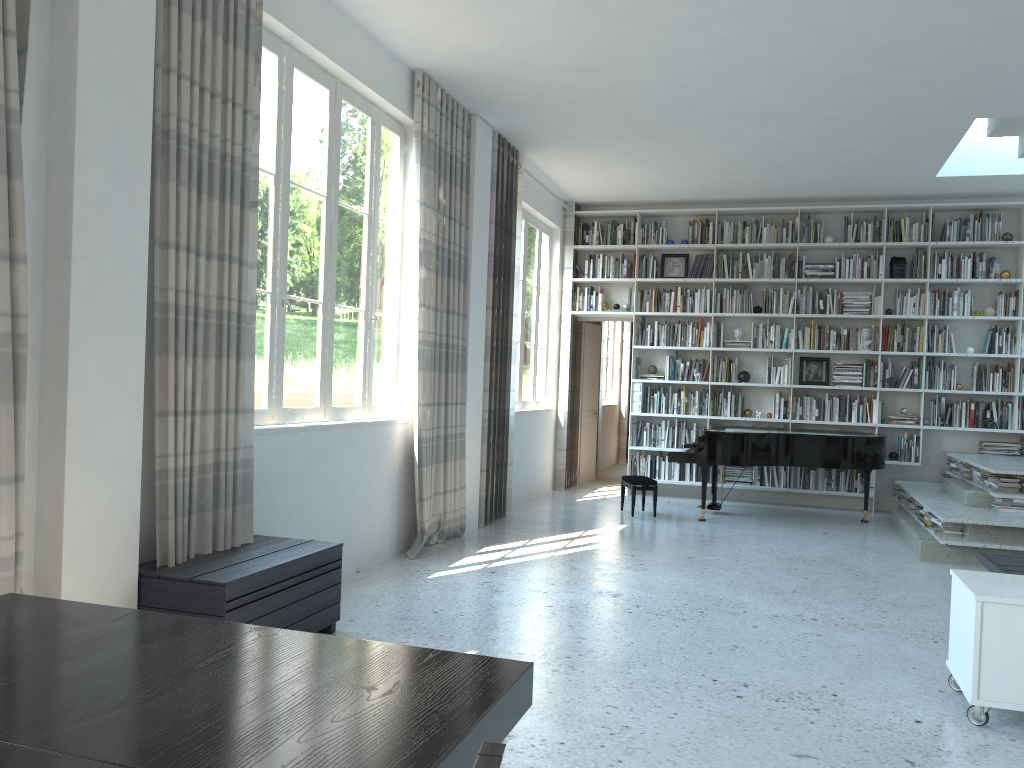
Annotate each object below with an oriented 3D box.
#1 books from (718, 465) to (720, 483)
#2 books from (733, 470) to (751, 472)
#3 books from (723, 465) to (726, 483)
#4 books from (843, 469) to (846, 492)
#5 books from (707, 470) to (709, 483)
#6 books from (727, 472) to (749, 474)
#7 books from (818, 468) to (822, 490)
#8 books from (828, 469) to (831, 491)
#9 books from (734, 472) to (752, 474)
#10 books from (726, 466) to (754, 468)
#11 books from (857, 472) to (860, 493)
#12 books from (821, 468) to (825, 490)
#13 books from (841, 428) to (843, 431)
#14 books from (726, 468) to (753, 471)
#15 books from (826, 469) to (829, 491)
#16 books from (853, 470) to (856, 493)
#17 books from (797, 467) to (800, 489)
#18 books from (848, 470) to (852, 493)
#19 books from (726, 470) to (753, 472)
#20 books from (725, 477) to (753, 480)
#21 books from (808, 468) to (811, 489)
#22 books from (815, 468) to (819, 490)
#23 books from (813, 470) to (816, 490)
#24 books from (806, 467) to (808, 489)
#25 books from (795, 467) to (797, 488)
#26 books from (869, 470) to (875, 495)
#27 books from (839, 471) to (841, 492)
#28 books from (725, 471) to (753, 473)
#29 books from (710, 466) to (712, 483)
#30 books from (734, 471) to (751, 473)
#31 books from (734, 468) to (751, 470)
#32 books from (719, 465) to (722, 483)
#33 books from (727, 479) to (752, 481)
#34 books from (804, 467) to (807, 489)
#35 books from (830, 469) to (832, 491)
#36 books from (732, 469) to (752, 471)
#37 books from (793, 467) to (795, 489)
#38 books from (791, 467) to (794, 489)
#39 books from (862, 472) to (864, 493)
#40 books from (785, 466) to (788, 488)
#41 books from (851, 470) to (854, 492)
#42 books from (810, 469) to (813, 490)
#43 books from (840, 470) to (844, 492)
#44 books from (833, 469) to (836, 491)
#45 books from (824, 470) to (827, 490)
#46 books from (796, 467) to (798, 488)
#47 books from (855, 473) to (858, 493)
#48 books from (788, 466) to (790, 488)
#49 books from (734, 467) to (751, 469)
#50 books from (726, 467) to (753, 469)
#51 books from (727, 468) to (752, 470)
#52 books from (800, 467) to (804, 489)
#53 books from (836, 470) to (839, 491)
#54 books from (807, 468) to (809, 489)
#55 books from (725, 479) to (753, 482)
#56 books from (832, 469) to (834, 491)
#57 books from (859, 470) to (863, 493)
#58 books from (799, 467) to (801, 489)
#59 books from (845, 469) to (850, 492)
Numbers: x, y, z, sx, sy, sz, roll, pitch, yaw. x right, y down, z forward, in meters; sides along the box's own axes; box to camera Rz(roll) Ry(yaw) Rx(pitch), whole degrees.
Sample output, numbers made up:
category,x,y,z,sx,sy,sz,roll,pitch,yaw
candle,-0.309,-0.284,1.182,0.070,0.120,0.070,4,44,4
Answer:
category,x,y,z,sx,sy,sz,roll,pitch,yaw
books,2.249,0.957,9.645,0.023,0.231,0.164,2,1,17
books,2.458,0.930,9.582,0.254,0.006,0.161,2,0,21
books,2.302,0.933,9.638,0.027,0.282,0.129,2,1,17
books,3.469,0.972,9.259,0.011,0.293,0.184,2,1,17
books,2.152,0.926,9.686,0.012,0.285,0.159,2,1,17
books,2.456,0.957,9.590,0.254,0.006,0.161,2,0,16
books,3.245,0.993,9.349,0.030,0.234,0.138,2,1,17
books,3.329,1.007,9.311,0.022,0.213,0.167,2,1,17
books,2.456,0.951,9.590,0.285,0.005,0.159,2,0,18
books,2.459,0.892,9.579,0.285,0.005,0.159,2,0,22
books,3.598,1.021,9.222,0.022,0.205,0.191,2,1,17
books,3.273,0.981,9.339,0.028,0.261,0.132,2,1,17
books,3.425,0.615,9.212,0.013,0.303,0.181,2,1,17
books,2.459,0.924,9.584,0.285,0.005,0.159,2,0,14
books,3.312,0.970,9.312,0.013,0.285,0.185,2,1,17
books,3.561,0.993,9.234,0.011,0.258,0.171,2,1,17
books,3.040,0.971,9.412,0.025,0.263,0.145,2,1,17
books,3.521,0.962,9.237,0.013,0.317,0.186,2,1,17
books,2.455,0.935,9.583,0.285,0.005,0.159,2,0,13
books,2.456,1.022,9.588,0.285,0.007,0.159,2,0,19
books,3.146,0.979,9.382,0.012,0.255,0.150,2,1,17
books,3.218,0.962,9.354,0.026,0.294,0.155,2,1,17
books,3.193,1.010,9.374,0.030,0.197,0.143,2,1,17
books,3.122,0.986,9.385,0.012,0.239,0.128,2,1,17
books,3.013,0.932,9.417,0.014,0.340,0.139,2,1,17
books,3.699,0.993,9.129,0.038,0.269,0.277,2,0,17
books,3.427,1.014,9.266,0.010,0.206,0.180,2,1,17
books,2.457,0.946,9.590,0.285,0.005,0.159,2,0,16
books,2.178,0.971,9.677,0.025,0.198,0.160,2,1,17
books,2.457,0.941,9.592,0.254,0.006,0.161,2,0,17
books,2.461,0.908,9.590,0.254,0.006,0.161,2,0,17
books,2.276,0.960,9.646,0.027,0.227,0.139,2,1,17
books,2.455,1.029,9.584,0.254,0.007,0.161,2,0,13
books,3.106,0.982,9.393,0.022,0.247,0.144,2,1,17
books,3.346,0.946,9.297,0.014,0.336,0.183,2,1,17
books,2.458,0.919,9.580,0.254,0.006,0.161,2,0,12
books,2.995,0.951,9.406,0.014,0.301,0.184,2,1,17
books,2.975,0.972,9.412,0.026,0.256,0.183,2,1,17
books,3.643,0.997,9.211,0.012,0.256,0.176,2,1,17
books,2.930,0.980,9.455,0.021,0.237,0.115,2,1,17
books,3.546,1.002,9.254,0.028,0.239,0.140,2,1,17
books,3.157,1.004,9.353,0.028,0.206,0.174,2,1,17
books,3.448,1.013,9.264,0.029,0.210,0.170,2,1,17
books,3.381,0.984,9.304,0.024,0.262,0.131,2,1,17
books,3.297,1.011,9.330,0.024,0.203,0.144,2,1,17
books,3.027,0.973,9.426,0.010,0.259,0.131,2,1,17
books,3.579,1.027,9.239,0.024,0.191,0.155,2,1,17
books,2.952,0.972,9.440,0.012,0.254,0.161,2,1,17
books,2.461,0.897,9.588,0.254,0.006,0.161,2,0,18
books,2.462,0.903,9.591,0.285,0.005,0.159,2,0,17
books,2.461,0.914,9.590,0.254,0.006,0.161,2,0,17
books,3.078,0.948,9.391,0.034,0.311,0.170,2,1,17
books,3.413,1.011,9.303,0.040,0.212,0.129,2,1,17
books,3.135,0.968,9.385,0.012,0.276,0.154,2,1,17
books,2.454,1.036,9.581,0.285,0.007,0.159,2,0,22
books,3.358,0.971,9.294,0.014,0.288,0.184,2,1,17
books,3.626,1.011,9.226,0.028,0.227,0.162,2,1,17
books,3.056,0.935,9.396,0.012,0.337,0.144,2,1,17
books,3.491,0.994,9.242,0.044,0.251,0.187,2,1,17
